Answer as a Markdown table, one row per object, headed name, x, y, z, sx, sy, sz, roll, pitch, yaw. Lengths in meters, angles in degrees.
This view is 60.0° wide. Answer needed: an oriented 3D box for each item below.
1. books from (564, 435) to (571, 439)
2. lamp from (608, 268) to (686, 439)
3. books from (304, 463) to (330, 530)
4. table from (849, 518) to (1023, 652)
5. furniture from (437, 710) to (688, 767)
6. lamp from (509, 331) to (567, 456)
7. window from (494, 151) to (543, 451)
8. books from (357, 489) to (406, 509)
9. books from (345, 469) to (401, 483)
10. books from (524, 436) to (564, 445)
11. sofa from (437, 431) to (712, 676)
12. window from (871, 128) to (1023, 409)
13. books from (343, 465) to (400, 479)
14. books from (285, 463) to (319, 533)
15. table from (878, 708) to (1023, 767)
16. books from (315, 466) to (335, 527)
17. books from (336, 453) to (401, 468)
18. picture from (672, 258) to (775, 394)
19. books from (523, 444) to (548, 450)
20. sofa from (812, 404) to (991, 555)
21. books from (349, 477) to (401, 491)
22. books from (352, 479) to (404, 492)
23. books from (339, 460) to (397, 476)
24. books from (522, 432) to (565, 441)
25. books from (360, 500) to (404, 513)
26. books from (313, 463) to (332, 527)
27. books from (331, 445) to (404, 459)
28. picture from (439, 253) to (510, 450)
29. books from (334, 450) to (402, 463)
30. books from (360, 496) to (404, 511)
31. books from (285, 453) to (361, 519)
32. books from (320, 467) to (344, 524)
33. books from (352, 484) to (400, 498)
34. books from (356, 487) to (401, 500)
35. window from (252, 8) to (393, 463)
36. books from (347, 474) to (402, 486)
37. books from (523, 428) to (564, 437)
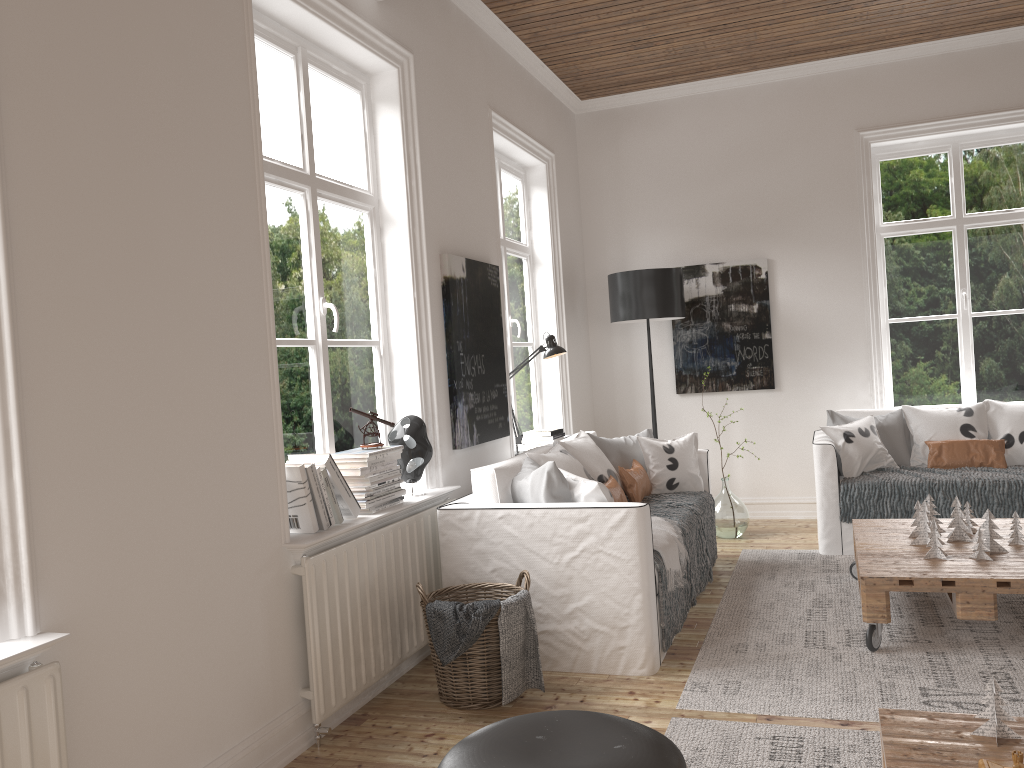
| name | x | y | z | sx | sy | sz | roll | pitch | yaw |
| --- | --- | --- | --- | --- | --- | --- | --- | --- | --- |
| books | 0.287 | 0.352 | 5.816 | 0.202 | 0.012 | 0.251 | -3 | 1 | 21 |
| lamp | 0.951 | 0.129 | 5.970 | 0.499 | 1.754 | 0.499 | -4 | 1 | 17 |
| books | -0.728 | 0.385 | 3.013 | 0.172 | 0.235 | 0.112 | -3 | 1 | 20 |
| table | 1.889 | 0.834 | 3.794 | 0.821 | 0.300 | 1.189 | -3 | 1 | 20 |
| furniture | 0.105 | 0.926 | 1.752 | 0.518 | 0.430 | 0.518 | -3 | 1 | 41 |
| lamp | 0.124 | 0.058 | 5.086 | 0.439 | 0.703 | 0.196 | -3 | 1 | 20 |
| window | -0.012 | -0.500 | 5.485 | 0.120 | 1.872 | 1.055 | -3 | 1 | 20 |
| books | -0.566 | 0.447 | 3.463 | 0.176 | 0.025 | 0.331 | -3 | 1 | 20 |
| books | -0.568 | 0.361 | 3.476 | 0.167 | 0.017 | 0.263 | -3 | 1 | 20 |
| books | 0.202 | 0.353 | 5.549 | 0.191 | 0.023 | 0.242 | -3 | 1 | 18 |
| sofa | 0.431 | 0.683 | 4.339 | 0.866 | 0.776 | 1.960 | -3 | 1 | 20 |
| window | 3.004 | -0.709 | 5.906 | 1.055 | 1.872 | 0.120 | -3 | 1 | 20 |
| books | -0.585 | 0.345 | 3.472 | 0.182 | 0.016 | 0.288 | -3 | 1 | 20 |
| books | -0.753 | 0.385 | 2.976 | 0.172 | 0.239 | 0.093 | -3 | 1 | 20 |
| table | 1.065 | 0.932 | 1.448 | 0.821 | 0.300 | 1.189 | -3 | 1 | 20 |
| books | -0.713 | 0.391 | 3.073 | 0.161 | 0.218 | 0.101 | -3 | 1 | 20 |
| books | -0.573 | 0.299 | 3.463 | 0.174 | 0.021 | 0.273 | -3 | 1 | 20 |
| picture | 1.478 | -0.400 | 6.270 | 0.680 | 0.908 | 0.041 | -3 | 1 | 20 |
| books | 0.201 | 0.380 | 5.560 | 0.191 | 0.032 | 0.258 | -3 | 1 | 22 |
| sofa | 2.774 | 0.513 | 5.091 | 1.960 | 0.776 | 0.866 | -3 | 1 | 20 |
| books | -0.570 | 0.388 | 3.459 | 0.159 | 0.012 | 0.285 | -3 | 1 | 20 |
| books | -0.554 | 0.399 | 3.477 | 0.161 | 0.013 | 0.256 | -3 | 1 | 20 |
| books | -0.594 | 0.324 | 3.449 | 0.180 | 0.028 | 0.296 | -3 | 1 | 20 |
| books | 0.196 | 0.330 | 5.560 | 0.212 | 0.023 | 0.258 | -3 | 1 | 20 |
| books | -0.554 | 0.479 | 3.473 | 0.161 | 0.012 | 0.254 | -3 | 1 | 20 |
| books | -0.719 | 0.386 | 3.044 | 0.152 | 0.232 | 0.104 | -3 | 1 | 20 |
| books | -0.568 | 0.264 | 3.451 | 0.182 | 0.016 | 0.288 | -3 | 1 | 20 |
| picture | -0.174 | -0.162 | 4.424 | 0.041 | 0.908 | 0.680 | -3 | 1 | 20 |
| books | -0.575 | 0.280 | 3.460 | 0.182 | 0.016 | 0.288 | -3 | 1 | 20 |
| books | -0.556 | 0.466 | 3.457 | 0.159 | 0.012 | 0.285 | -3 | 1 | 20 |
| books | -0.677 | 0.369 | 3.173 | 0.176 | 0.255 | 0.226 | -3 | 1 | 20 |
| books | -0.695 | 0.393 | 3.108 | 0.161 | 0.213 | 0.118 | -3 | 1 | 20 |
| books | -0.583 | 0.416 | 3.463 | 0.182 | 0.016 | 0.288 | -3 | 1 | 20 |
| books | -0.563 | 0.429 | 3.474 | 0.161 | 0.013 | 0.254 | -3 | 1 | 20 |
| window | -0.739 | -0.414 | 3.446 | 0.120 | 1.872 | 1.055 | -3 | 1 | 20 |
| books | -0.561 | 0.375 | 3.467 | 0.161 | 0.012 | 0.254 | -3 | 1 | 20 |
| books | 0.194 | 0.305 | 5.550 | 0.190 | 0.028 | 0.239 | -3 | 1 | 22 |
